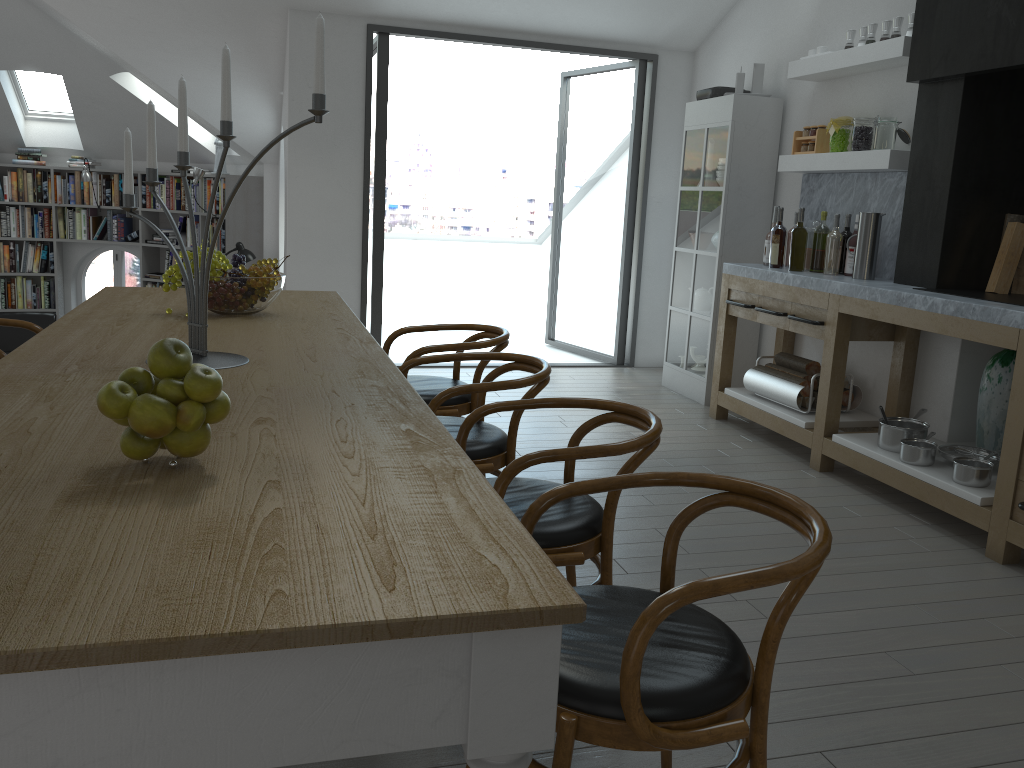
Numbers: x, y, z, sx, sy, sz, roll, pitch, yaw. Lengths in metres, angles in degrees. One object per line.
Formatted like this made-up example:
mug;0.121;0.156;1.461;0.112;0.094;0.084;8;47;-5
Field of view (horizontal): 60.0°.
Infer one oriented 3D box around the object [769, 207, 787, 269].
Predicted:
object;1.530;-0.834;5.093;0.093;0.357;0.093;6;11;17

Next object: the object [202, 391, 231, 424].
object;-0.512;0.038;1.513;0.062;0.059;0.062;1;11;-12

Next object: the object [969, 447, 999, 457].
object;2.109;0.318;3.910;0.061;0.035;0.170;0;12;-16

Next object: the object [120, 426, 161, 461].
object;-0.623;0.096;1.486;0.063;0.063;0.064;2;11;-5

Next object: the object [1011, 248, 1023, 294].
object;2.380;-0.574;4.062;0.130;0.364;0.072;3;10;2

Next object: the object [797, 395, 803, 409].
object;1.472;0.057;4.986;0.067;0.067;0.425;-1;12;-19

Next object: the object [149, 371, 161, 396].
object;-0.623;0.008;1.568;0.071;0.063;0.072;-2;12;-23

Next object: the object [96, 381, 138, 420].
object;-0.639;0.026;1.437;0.062;0.063;0.063;11;13;35

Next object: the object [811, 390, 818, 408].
object;1.622;0.047;5.031;0.093;0.083;0.482;-1;12;-19

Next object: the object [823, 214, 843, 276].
object;1.726;-0.745;4.751;0.085;0.329;0.086;2;10;-8

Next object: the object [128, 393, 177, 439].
object;-0.583;0.051;1.442;0.077;0.076;0.076;12;14;39

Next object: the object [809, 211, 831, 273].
object;1.705;-0.781;4.890;0.092;0.337;0.092;3;10;1

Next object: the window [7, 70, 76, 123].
window;-4.699;-2.999;8.698;4.055;0.709;1.943;0;12;-16

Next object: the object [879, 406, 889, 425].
object;1.787;0.197;4.177;0.051;0.151;0.191;0;12;-16

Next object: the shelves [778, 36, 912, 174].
shelves;2.782;-1.181;2.780;0.480;1.354;5.579;-1;12;-22

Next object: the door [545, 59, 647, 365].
door;0.661;-1.409;7.347;0.080;2.334;1.056;-3;12;-31

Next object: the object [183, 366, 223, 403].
object;-0.512;0.001;1.471;0.062;0.059;0.062;0;11;-16

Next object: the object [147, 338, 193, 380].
object;-0.580;-0.042;1.504;0.072;0.074;0.073;0;11;-16

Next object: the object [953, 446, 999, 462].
object;2.036;0.313;3.896;0.041;0.045;0.248;0;12;-17

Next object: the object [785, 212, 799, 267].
object;1.670;-0.850;5.239;0.085;0.329;0.086;2;10;-8

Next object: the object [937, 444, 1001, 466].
object;2.115;0.300;3.994;0.509;0.052;0.264;-7;15;-39

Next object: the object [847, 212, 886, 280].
object;1.820;-0.711;4.564;0.114;0.338;0.165;1;11;-13

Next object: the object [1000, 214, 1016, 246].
object;2.316;-0.620;4.173;0.074;0.357;0.057;3;10;-2

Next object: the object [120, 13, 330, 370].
object;-0.780;-0.474;2.277;0.266;0.870;0.778;-6;14;-42

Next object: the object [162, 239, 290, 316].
object;-1.047;-0.396;3.269;0.293;0.283;0.395;11;14;37

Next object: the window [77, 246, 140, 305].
window;-5.543;-1.030;9.742;3.233;1.145;0.620;-4;13;-30

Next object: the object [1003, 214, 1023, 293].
object;2.318;-0.601;4.116;0.131;0.365;0.068;3;10;-3

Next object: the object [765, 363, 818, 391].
object;1.583;-0.043;5.038;0.101;0.086;0.364;-1;12;-19

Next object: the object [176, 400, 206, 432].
object;-0.530;0.053;1.459;0.051;0.053;0.053;-2;12;-25

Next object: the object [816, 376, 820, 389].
object;1.682;-0.030;5.062;0.115;0.079;0.437;-1;12;-19

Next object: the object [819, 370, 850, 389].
object;1.763;-0.051;5.064;0.071;0.072;0.425;-1;12;-19

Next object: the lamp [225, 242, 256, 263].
lamp;-2.505;-0.966;8.087;0.322;0.657;0.235;3;10;-1

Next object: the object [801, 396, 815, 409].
object;1.549;0.057;5.012;0.067;0.067;0.425;-1;12;-19

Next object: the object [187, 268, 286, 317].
object;-1.021;-0.331;3.274;0.360;0.159;0.361;-5;14;-35

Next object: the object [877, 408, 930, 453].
object;1.896;0.230;4.183;0.379;0.163;0.224;-3;13;-27

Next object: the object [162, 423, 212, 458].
object;-0.554;0.087;1.511;0.078;0.073;0.080;9;12;28

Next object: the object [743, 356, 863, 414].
object;1.638;0.001;5.016;0.429;0.230;0.530;-1;12;-19

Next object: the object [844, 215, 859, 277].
object;1.834;-0.737;4.731;0.081;0.328;0.082;5;10;10

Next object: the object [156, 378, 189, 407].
object;-0.564;0.013;1.478;0.053;0.050;0.053;-8;16;-44

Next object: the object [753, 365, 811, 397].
object;1.516;-0.021;4.992;0.092;0.093;0.439;-1;12;-19

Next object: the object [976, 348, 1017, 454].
object;2.304;0.083;4.138;0.231;0.496;0.231;8;11;24

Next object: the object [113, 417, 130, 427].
object;-0.657;0.037;1.520;0.071;0.072;0.071;11;14;37

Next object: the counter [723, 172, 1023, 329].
counter;2.667;-0.287;2.378;0.961;0.616;6.611;0;12;-16

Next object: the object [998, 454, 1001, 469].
object;2.194;0.359;3.700;0.309;0.133;0.183;5;11;8

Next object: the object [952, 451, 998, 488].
object;1.953;0.359;3.679;0.261;0.112;0.154;-1;12;-17

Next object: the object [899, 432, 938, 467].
object;1.849;0.295;3.959;0.261;0.112;0.154;-3;13;-27

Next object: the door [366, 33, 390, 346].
door;-1.095;-1.400;6.857;0.080;2.334;1.057;0;11;-16

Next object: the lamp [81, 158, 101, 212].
lamp;-4.504;-2.124;9.474;0.113;0.563;0.359;1;11;-10

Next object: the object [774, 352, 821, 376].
object;1.631;-0.108;5.078;0.104;0.102;0.293;-1;12;-19

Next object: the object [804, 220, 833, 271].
object;1.726;-0.791;5.060;0.184;0.285;0.185;4;11;7

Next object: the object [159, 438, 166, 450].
object;-0.607;0.090;1.554;0.050;0.050;0.051;1;11;-13

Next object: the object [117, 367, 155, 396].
object;-0.631;-0.001;1.489;0.058;0.057;0.053;3;11;-2

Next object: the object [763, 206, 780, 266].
object;1.563;-0.880;5.284;0.085;0.358;0.089;4;10;5

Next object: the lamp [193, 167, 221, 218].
lamp;-3.009;-1.875;8.765;0.275;0.522;0.113;-2;11;-26

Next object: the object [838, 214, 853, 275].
object;1.819;-0.760;4.836;0.085;0.329;0.086;2;10;-8

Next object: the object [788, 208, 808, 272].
object;1.588;-0.795;4.907;0.093;0.357;0.092;8;12;27

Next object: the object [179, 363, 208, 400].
object;-0.551;-0.001;1.550;0.073;0.071;0.066;13;15;42

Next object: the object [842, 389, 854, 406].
object;1.781;0.033;5.097;0.091;0.092;0.439;-1;12;-19
